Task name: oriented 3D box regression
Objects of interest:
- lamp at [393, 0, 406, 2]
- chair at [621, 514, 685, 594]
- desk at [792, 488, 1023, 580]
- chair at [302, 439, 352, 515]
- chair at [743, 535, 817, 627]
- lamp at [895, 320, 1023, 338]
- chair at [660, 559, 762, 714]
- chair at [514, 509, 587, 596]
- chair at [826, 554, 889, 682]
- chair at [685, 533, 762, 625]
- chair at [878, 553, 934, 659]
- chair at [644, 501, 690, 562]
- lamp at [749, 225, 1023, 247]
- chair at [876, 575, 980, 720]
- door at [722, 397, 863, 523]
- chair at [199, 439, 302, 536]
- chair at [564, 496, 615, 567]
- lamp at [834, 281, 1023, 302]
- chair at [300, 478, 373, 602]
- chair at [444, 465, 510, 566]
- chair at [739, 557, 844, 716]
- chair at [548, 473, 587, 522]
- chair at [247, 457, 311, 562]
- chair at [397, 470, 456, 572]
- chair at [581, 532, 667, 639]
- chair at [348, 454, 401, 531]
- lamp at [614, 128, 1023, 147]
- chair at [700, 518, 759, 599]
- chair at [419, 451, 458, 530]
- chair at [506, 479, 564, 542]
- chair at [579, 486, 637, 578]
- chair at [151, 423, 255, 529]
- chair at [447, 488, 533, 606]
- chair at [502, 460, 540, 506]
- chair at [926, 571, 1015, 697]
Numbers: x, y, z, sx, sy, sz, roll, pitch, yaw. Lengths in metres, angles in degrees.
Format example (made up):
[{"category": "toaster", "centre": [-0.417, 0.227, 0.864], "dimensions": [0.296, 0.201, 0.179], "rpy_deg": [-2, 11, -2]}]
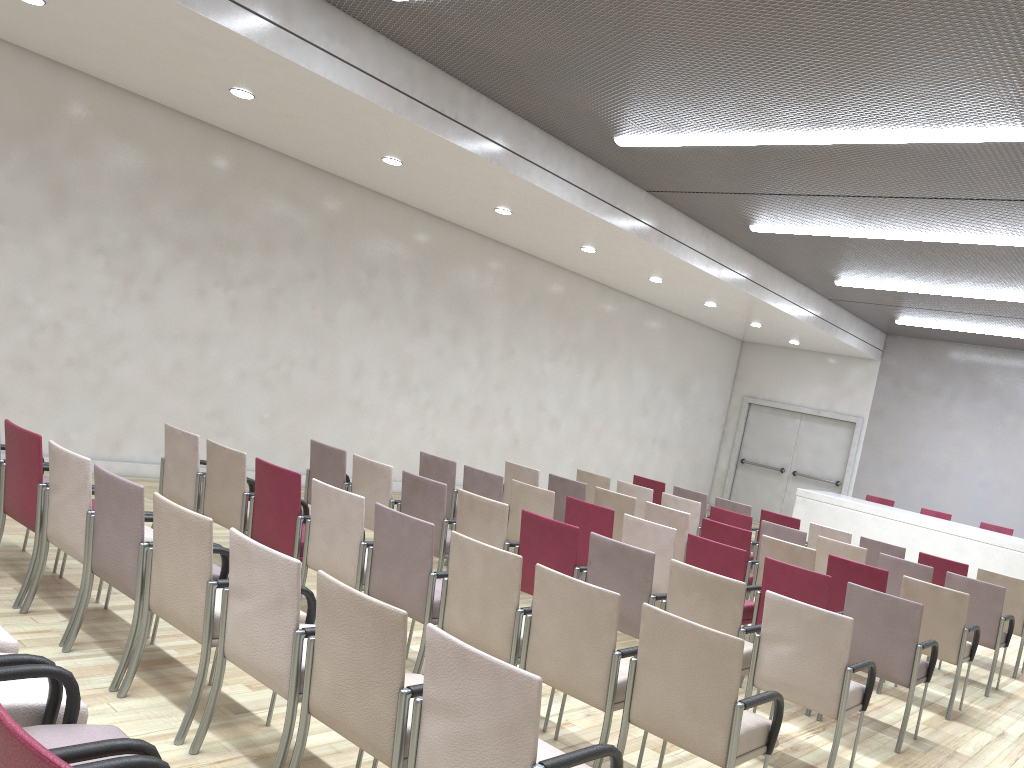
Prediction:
[{"category": "lamp", "centre": [0.439, -2.294, 4.782], "dimensions": [3.303, 0.045, 0.198], "rpy_deg": [12, 0, 40]}, {"category": "chair", "centre": [1.082, 1.462, 6.611], "dimensions": [0.513, 0.890, 0.640], "rpy_deg": [12, 0, 40]}, {"category": "desk", "centre": [5.932, 2.439, 12.512], "dimensions": [3.651, 1.042, 1.456], "rpy_deg": [12, 0, 40]}, {"category": "chair", "centre": [-1.329, 0.944, 7.076], "dimensions": [0.513, 0.890, 0.640], "rpy_deg": [12, 0, 41]}, {"category": "chair", "centre": [2.267, 1.718, 7.205], "dimensions": [0.513, 0.890, 0.640], "rpy_deg": [12, 0, 39]}, {"category": "lamp", "centre": [7.556, -0.746, 13.503], "dimensions": [3.303, 0.045, 0.198], "rpy_deg": [12, 0, 40]}, {"category": "chair", "centre": [1.131, 1.469, 4.961], "dimensions": [0.513, 0.890, 0.640], "rpy_deg": [12, 0, 39]}, {"category": "chair", "centre": [0.320, 1.296, 5.672], "dimensions": [0.513, 0.890, 0.640], "rpy_deg": [12, 0, 39]}, {"category": "chair", "centre": [2.677, 1.806, 6.856], "dimensions": [0.513, 0.890, 0.640], "rpy_deg": [12, 0, 40]}, {"category": "chair", "centre": [1.486, 1.548, 6.256], "dimensions": [0.513, 0.890, 0.640], "rpy_deg": [12, 0, 40]}, {"category": "chair", "centre": [3.451, 1.974, 7.782], "dimensions": [0.513, 0.890, 0.640], "rpy_deg": [12, 0, 40]}, {"category": "chair", "centre": [1.441, 1.541, 7.898], "dimensions": [0.513, 0.890, 0.640], "rpy_deg": [12, 0, 40]}, {"category": "lamp", "centre": [4.011, -1.517, 9.159], "dimensions": [3.303, 0.045, 0.198], "rpy_deg": [12, 0, 40]}, {"category": "chair", "centre": [3.088, 1.893, 6.502], "dimensions": [0.513, 0.890, 0.640], "rpy_deg": [12, 0, 39]}, {"category": "door", "centre": [5.353, 1.628, 17.098], "dimensions": [2.373, 2.400, 0.200], "rpy_deg": [12, 0, 40]}, {"category": "chair", "centre": [-1.703, 0.861, 5.781], "dimensions": [0.513, 0.890, 0.640], "rpy_deg": [12, 0, 40]}, {"category": "chair", "centre": [0.681, 1.376, 6.965], "dimensions": [0.513, 0.890, 0.640], "rpy_deg": [12, 0, 39]}, {"category": "lamp", "centre": [5.769, -1.135, 11.314], "dimensions": [3.303, 0.045, 0.198], "rpy_deg": [12, 0, 40]}, {"category": "chair", "centre": [-0.869, 1.039, 5.082], "dimensions": [0.513, 0.890, 0.640], "rpy_deg": [12, 0, 39]}, {"category": "chair", "centre": [-0.151, 1.198, 7.662], "dimensions": [0.513, 0.890, 0.640], "rpy_deg": [12, 0, 40]}, {"category": "chair", "centre": [1.918, 1.640, 5.899], "dimensions": [0.513, 0.890, 0.640], "rpy_deg": [12, 0, 40]}, {"category": "chair", "centre": [0.614, 1.365, 8.605], "dimensions": [0.513, 0.890, 0.640], "rpy_deg": [12, 0, 39]}, {"category": "chair", "centre": [-1.286, 0.950, 5.422], "dimensions": [0.513, 0.890, 0.640], "rpy_deg": [12, 0, 40]}, {"category": "chair", "centre": [-0.516, 1.117, 6.363], "dimensions": [0.513, 0.890, 0.640], "rpy_deg": [12, 0, 41]}, {"category": "chair", "centre": [0.722, 1.382, 5.321], "dimensions": [0.513, 0.890, 0.640], "rpy_deg": [12, 0, 40]}, {"category": "chair", "centre": [-0.929, 1.029, 6.714], "dimensions": [0.513, 0.890, 0.640], "rpy_deg": [12, 0, 40]}, {"category": "lamp", "centre": [2.206, -1.910, 6.947], "dimensions": [3.303, 0.045, 0.198], "rpy_deg": [12, 0, 40]}, {"category": "chair", "centre": [1.858, 1.630, 7.541], "dimensions": [0.513, 0.890, 0.640], "rpy_deg": [12, 0, 39]}, {"category": "chair", "centre": [-0.564, 1.110, 8.022], "dimensions": [0.513, 0.890, 0.640], "rpy_deg": [12, 0, 39]}, {"category": "chair", "centre": [0.256, 1.285, 7.315], "dimensions": [0.513, 0.890, 0.640], "rpy_deg": [12, 0, 40]}, {"category": "chair", "centre": [1.027, 1.453, 8.266], "dimensions": [0.513, 0.890, 0.640], "rpy_deg": [12, 0, 39]}, {"category": "chair", "centre": [-2.110, 0.774, 6.131], "dimensions": [0.513, 0.890, 0.640], "rpy_deg": [12, 0, 40]}, {"category": "chair", "centre": [-0.101, 1.206, 6.005], "dimensions": [0.513, 0.890, 0.640], "rpy_deg": [12, 0, 40]}, {"category": "chair", "centre": [0.195, 1.275, 8.960], "dimensions": [0.513, 0.890, 0.640], "rpy_deg": [12, 0, 41]}, {"category": "chair", "centre": [3.862, 2.062, 7.428], "dimensions": [0.513, 0.890, 0.640], "rpy_deg": [12, 0, 40]}]
